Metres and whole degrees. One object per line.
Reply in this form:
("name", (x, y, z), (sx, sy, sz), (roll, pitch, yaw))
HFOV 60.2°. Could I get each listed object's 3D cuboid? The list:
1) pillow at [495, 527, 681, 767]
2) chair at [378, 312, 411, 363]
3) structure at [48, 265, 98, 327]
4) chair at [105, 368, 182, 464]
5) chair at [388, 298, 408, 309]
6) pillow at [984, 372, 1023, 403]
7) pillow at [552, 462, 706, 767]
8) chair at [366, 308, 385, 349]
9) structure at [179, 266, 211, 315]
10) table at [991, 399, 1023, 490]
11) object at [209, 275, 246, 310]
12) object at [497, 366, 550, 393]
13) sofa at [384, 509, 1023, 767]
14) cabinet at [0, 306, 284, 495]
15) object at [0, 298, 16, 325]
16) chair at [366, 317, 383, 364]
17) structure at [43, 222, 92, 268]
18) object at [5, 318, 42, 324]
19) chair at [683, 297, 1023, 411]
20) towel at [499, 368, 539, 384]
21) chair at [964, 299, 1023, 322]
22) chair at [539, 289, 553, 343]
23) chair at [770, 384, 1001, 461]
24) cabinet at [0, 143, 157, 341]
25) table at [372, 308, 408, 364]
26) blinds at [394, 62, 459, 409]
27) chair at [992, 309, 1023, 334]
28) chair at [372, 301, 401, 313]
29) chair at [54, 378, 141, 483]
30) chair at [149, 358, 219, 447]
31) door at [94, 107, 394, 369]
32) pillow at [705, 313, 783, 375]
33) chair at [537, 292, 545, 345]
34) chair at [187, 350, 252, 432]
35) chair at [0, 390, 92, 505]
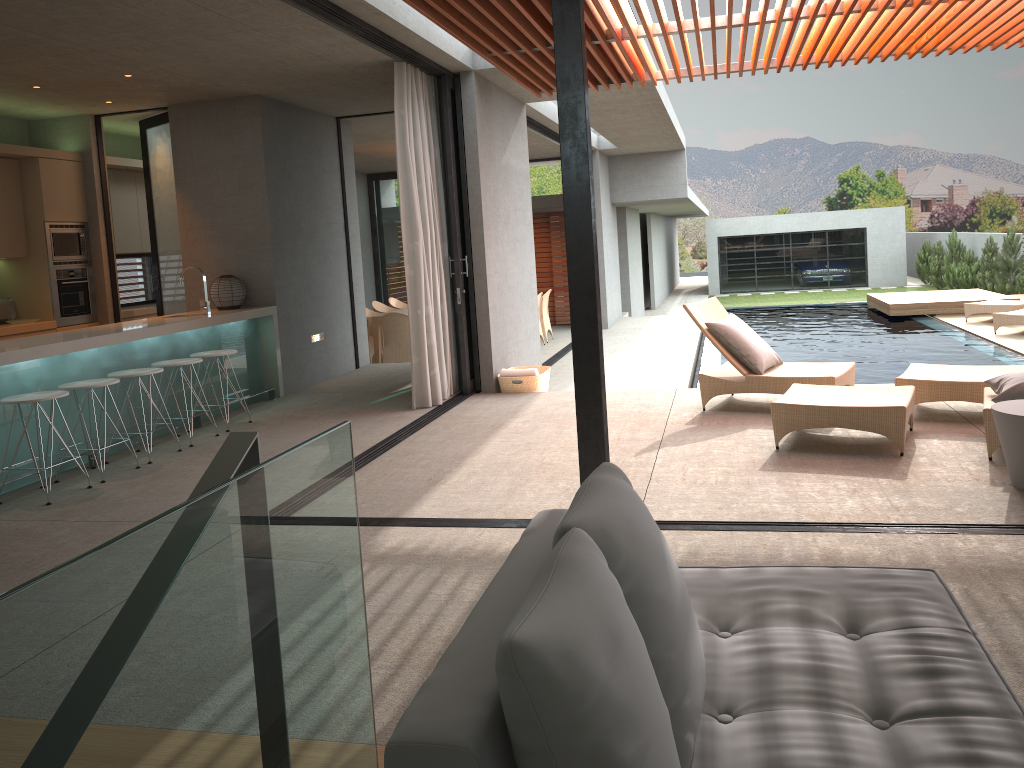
("pillow", (0.129, 0.515, 1.301), (0.238, 0.494, 0.497), (-2, 7, 14))
("chair", (-1.436, -0.559, 11.815), (0.617, 0.857, 0.635), (-2, 6, 14))
("structure", (-4.593, -0.885, 8.917), (0.497, 0.576, 0.602), (-2, 7, 14))
("chair", (-2.667, 0.219, 6.333), (0.381, 0.620, 0.385), (-2, 6, 14))
("chair", (-1.767, -1.068, 15.156), (0.629, 0.857, 0.623), (-2, 6, 14))
("pillow", (3.043, 0.028, 5.035), (0.593, 0.193, 0.601), (0, 9, 25))
("pillow", (0.244, 0.444, 1.767), (0.266, 0.480, 0.497), (-2, 7, 14))
("chair", (-2.110, -0.818, 13.724), (0.629, 0.857, 0.623), (-2, 6, 14))
("structure", (-2.879, -0.840, 7.974), (0.258, 0.438, 0.098), (-2, 5, 14))
("table", (2.665, 0.314, 4.410), (0.475, 0.390, 0.479), (-4, 7, -5))
("object", (-2.766, -0.894, 8.600), (0.340, 0.332, 0.343), (-3, 7, 5))
("object", (0.129, 0.026, 8.502), (0.445, 0.298, 0.687), (-2, 8, 13))
("sofa", (0.511, 0.665, 1.787), (1.011, 0.727, 1.612), (-2, 8, 14))
("cabinet", (-3.153, 0.035, 6.822), (0.799, 0.892, 4.163), (-2, 9, 14))
("object", (-4.983, -0.691, 8.508), (0.150, 0.246, 0.393), (-2, 8, 14))
("chair", (-2.281, -0.693, 13.008), (0.629, 0.857, 0.623), (-2, 6, 14))
("structure", (-4.644, -1.387, 8.883), (0.459, 0.434, 0.602), (-2, 8, 14))
("object", (-4.679, -0.598, 8.470), (0.310, 0.034, 0.312), (-7, 9, -17))
("chair", (2.477, -0.228, 6.520), (2.294, 0.822, 0.706), (2, 8, 33))
("towel", (0.096, -0.005, 8.352), (0.368, 0.310, 0.312), (-2, 7, 14))
("chair", (7.893, -1.303, 12.963), (0.703, 0.821, 2.306), (-7, 9, -27))
("chair", (0.365, -1.128, 14.659), (0.629, 0.857, 0.623), (-2, 6, 14))
("chair", (2.760, -0.040, 5.222), (2.293, 0.822, 0.706), (1, 8, 29))
("cabinet", (-4.362, -0.824, 7.444), (1.963, 2.546, 7.546), (-2, 9, 14))
("table", (-0.945, -0.860, 13.840), (1.278, 0.751, 3.290), (-2, 9, 14))
("blinds", (-0.772, -1.304, 7.830), (0.229, 2.915, 0.892), (-3, 5, 10))
("chair", (7.455, -1.016, 11.346), (0.703, 0.821, 2.306), (-7, 9, -26))
("chair", (-1.938, -0.943, 14.440), (0.629, 0.857, 0.623), (-2, 6, 14))
("chair", (-2.778, 0.301, 5.869), (0.381, 0.620, 0.385), (-2, 6, 14))
("chair", (-2.554, 0.135, 6.816), (0.381, 0.620, 0.385), (-2, 6, 14))
("door", (-1.642, 0.118, 3.846), (5.782, 4.440, 15.437), (-5, 9, -13))
("pillow", (1.825, -0.319, 6.923), (0.427, 0.424, 0.614), (0, 9, 32))
("chair", (0.193, -1.003, 13.943), (0.629, 0.857, 0.623), (-2, 6, 14))
("chair", (-2.438, 0.050, 7.305), (0.381, 0.620, 0.385), (-2, 6, 14))
("chair", (-2.888, 0.380, 5.411), (0.381, 0.620, 0.385), (-2, 6, 14))
